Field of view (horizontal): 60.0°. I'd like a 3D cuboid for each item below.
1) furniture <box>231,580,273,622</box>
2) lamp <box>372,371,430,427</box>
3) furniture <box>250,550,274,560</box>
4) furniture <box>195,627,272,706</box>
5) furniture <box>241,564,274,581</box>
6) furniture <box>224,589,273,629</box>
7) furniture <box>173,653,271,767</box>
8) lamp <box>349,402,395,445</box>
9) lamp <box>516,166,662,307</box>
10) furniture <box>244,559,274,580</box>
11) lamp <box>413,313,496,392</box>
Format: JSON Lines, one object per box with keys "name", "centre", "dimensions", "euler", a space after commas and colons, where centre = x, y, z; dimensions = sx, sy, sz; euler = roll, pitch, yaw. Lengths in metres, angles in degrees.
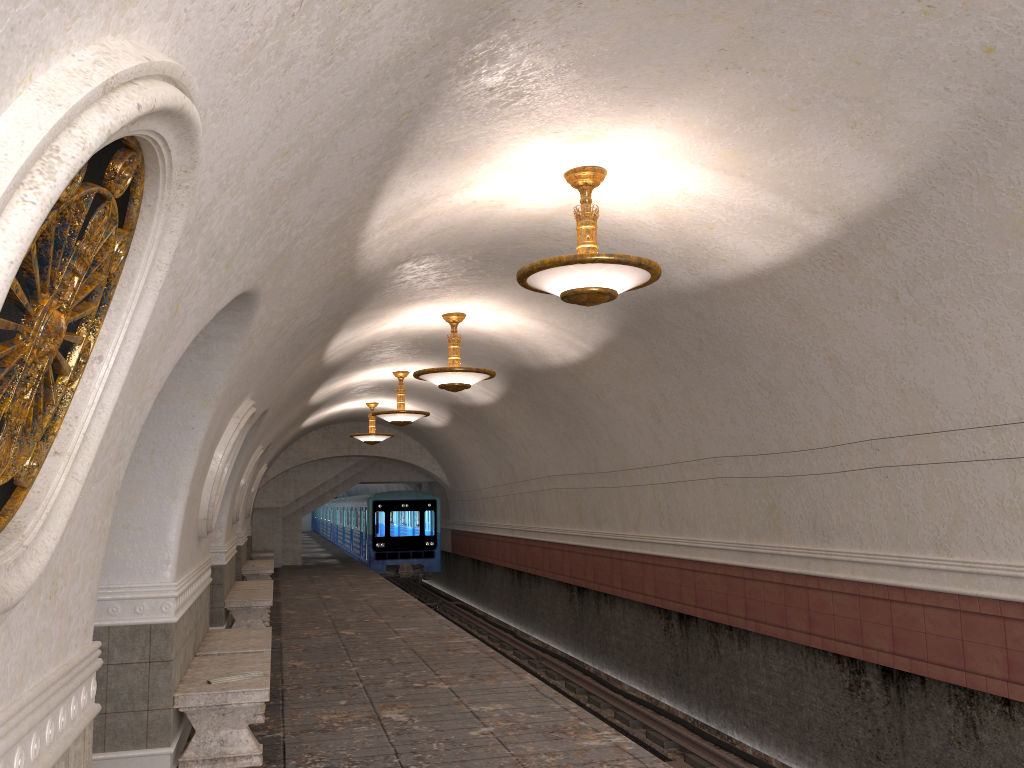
{"name": "furniture", "centre": [-4.078, 3.411, 13.951], "dimensions": [0.613, 0.508, 1.509], "euler": [1, -8, -15]}
{"name": "lamp", "centre": [-1.936, 0.270, 15.466], "dimensions": [1.008, 0.955, 1.008], "euler": [-1, -8, 1]}
{"name": "furniture", "centre": [-6.777, 4.815, 24.087], "dimensions": [0.613, 0.508, 1.509], "euler": [1, -8, -15]}
{"name": "furniture", "centre": [-2.542, 2.613, 8.184], "dimensions": [0.613, 0.508, 1.509], "euler": [1, -8, -15]}
{"name": "furniture", "centre": [-5.170, 3.979, 18.051], "dimensions": [0.613, 0.508, 1.509], "euler": [1, -8, -15]}
{"name": "furniture", "centre": [-3.649, 3.188, 12.340], "dimensions": [0.613, 0.508, 1.509], "euler": [1, -8, -15]}
{"name": "furniture", "centre": [-2.113, 2.390, 6.573], "dimensions": [0.613, 0.508, 1.509], "euler": [1, -8, -15]}
{"name": "lamp", "centre": [-3.168, 0.911, 20.092], "dimensions": [1.008, 0.955, 1.008], "euler": [-6, -9, 31]}
{"name": "lamp", "centre": [0.527, -1.011, 6.216], "dimensions": [1.008, 0.955, 1.008], "euler": [3, -9, -31]}
{"name": "furniture", "centre": [-5.598, 4.202, 19.661], "dimensions": [0.613, 0.508, 1.509], "euler": [1, -8, -15]}
{"name": "lamp", "centre": [-0.705, -0.370, 10.842], "dimensions": [1.008, 0.955, 1.008], "euler": [-1, -8, 1]}
